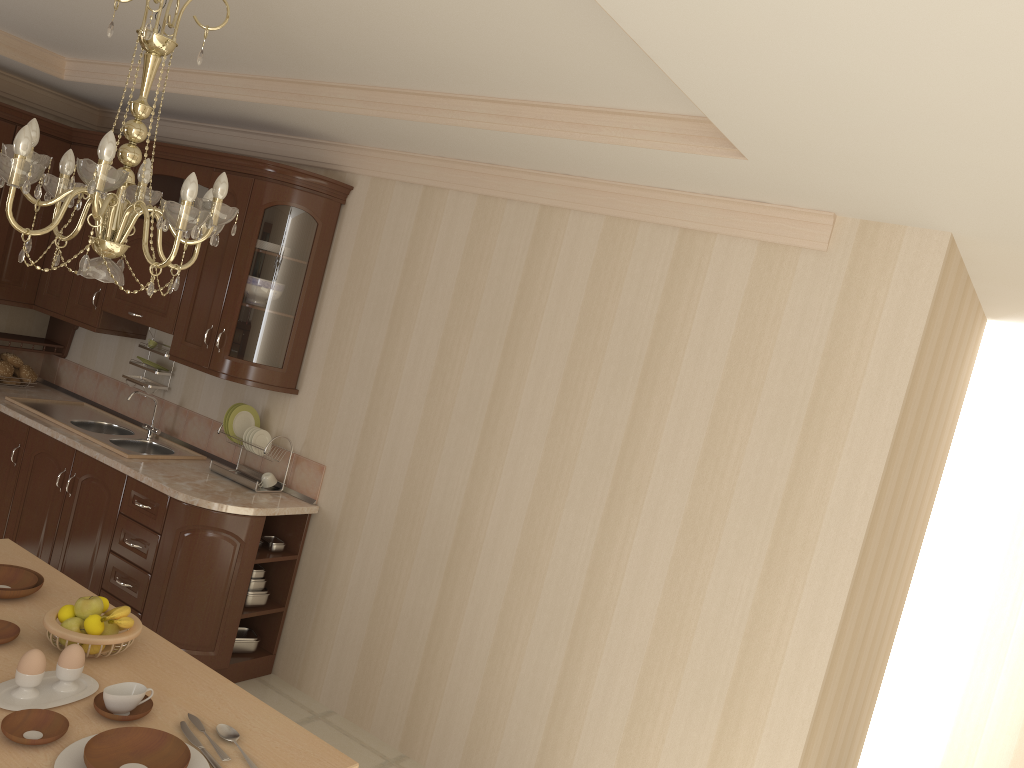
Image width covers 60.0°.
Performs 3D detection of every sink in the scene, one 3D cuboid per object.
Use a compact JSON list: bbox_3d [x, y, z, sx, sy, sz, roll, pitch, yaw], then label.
[{"bbox_3d":[-2.068,0.164,4.523,1.077,0.348,0.448,17,4,31],"label":"sink"}]

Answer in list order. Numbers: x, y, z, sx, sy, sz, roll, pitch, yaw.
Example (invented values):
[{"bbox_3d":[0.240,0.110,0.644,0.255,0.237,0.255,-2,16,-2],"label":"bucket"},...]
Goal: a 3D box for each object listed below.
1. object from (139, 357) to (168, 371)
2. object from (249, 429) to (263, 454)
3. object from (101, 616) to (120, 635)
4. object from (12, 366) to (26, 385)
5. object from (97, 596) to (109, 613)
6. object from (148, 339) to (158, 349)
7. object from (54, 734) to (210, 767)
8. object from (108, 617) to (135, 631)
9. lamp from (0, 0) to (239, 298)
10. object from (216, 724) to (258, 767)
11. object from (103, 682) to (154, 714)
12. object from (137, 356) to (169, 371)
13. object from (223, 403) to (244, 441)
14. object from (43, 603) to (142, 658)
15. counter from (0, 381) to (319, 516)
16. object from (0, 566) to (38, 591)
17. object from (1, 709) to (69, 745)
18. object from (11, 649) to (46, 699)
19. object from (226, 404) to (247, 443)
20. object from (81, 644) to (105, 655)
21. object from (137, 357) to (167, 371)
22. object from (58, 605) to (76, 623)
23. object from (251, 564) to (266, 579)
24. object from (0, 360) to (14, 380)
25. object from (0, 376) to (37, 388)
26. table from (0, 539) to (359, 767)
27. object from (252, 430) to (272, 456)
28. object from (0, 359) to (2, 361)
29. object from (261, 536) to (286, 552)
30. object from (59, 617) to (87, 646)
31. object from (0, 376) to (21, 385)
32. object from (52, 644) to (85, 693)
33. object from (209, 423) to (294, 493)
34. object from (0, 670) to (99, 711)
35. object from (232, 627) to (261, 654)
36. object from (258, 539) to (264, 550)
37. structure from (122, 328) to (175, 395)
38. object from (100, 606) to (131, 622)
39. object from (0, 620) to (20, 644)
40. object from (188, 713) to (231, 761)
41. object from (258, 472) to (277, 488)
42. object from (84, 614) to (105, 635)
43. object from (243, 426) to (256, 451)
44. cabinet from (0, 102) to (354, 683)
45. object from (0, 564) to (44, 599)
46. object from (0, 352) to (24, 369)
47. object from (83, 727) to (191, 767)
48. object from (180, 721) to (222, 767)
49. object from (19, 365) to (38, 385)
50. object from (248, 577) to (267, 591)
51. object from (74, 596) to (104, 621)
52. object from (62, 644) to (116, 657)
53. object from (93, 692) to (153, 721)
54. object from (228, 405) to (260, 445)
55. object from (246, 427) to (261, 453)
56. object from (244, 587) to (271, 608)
[{"bbox_3d":[-1.905,-0.107,4.702,0.174,0.051,0.167,17,4,31],"label":"object"},{"bbox_3d":[-1.194,0.271,4.182,0.034,0.119,0.123,17,4,31],"label":"object"},{"bbox_3d":[-1.054,0.636,2.287,0.076,0.065,0.077,15,3,8],"label":"object"},{"bbox_3d":[-2.832,-0.051,5.086,0.125,0.100,0.091,16,3,27],"label":"object"},{"bbox_3d":[-1.087,0.581,2.329,0.054,0.046,0.047,14,3,-17],"label":"object"},{"bbox_3d":[-1.932,-0.215,4.773,0.044,0.051,0.049,15,3,0],"label":"object"},{"bbox_3d":[-0.766,0.784,1.800,0.299,0.009,0.299,15,3,10],"label":"object"},{"bbox_3d":[-1.011,0.624,2.287,0.064,0.094,0.176,13,3,-22],"label":"object"},{"bbox_3d":[-0.811,-0.703,1.986,0.502,0.982,0.501,15,3,1],"label":"lamp"},{"bbox_3d":[-0.606,0.815,1.976,0.047,0.011,0.219,12,4,-42],"label":"object"},{"bbox_3d":[-0.873,0.718,2.014,0.119,0.055,0.063,12,4,-45],"label":"object"},{"bbox_3d":[-1.903,-0.109,4.702,0.174,0.051,0.167,17,4,31],"label":"object"},{"bbox_3d":[-1.311,0.186,4.265,0.047,0.188,0.193,17,4,32],"label":"object"},{"bbox_3d":[-1.083,0.641,2.283,0.235,0.068,0.235,14,3,-11],"label":"object"},{"bbox_3d":[-2.559,0.174,3.626,2.422,0.034,2.603,17,4,31],"label":"counter"},{"bbox_3d":[-1.419,0.554,2.473,0.168,0.034,0.168,18,4,42],"label":"object"},{"bbox_3d":[-0.988,0.715,1.835,0.127,0.026,0.126,16,3,22],"label":"object"},{"bbox_3d":[-1.075,0.642,1.981,0.058,0.104,0.058,15,3,10],"label":"object"},{"bbox_3d":[-1.297,0.191,4.255,0.047,0.188,0.193,17,4,32],"label":"object"},{"bbox_3d":[-1.052,0.656,2.228,0.055,0.046,0.046,13,3,-26],"label":"object"},{"bbox_3d":[-1.906,-0.104,4.701,0.174,0.051,0.167,17,4,31],"label":"object"},{"bbox_3d":[-1.138,0.590,2.271,0.045,0.047,0.055,13,3,-26],"label":"object"},{"bbox_3d":[-1.193,0.857,4.081,0.120,0.045,0.084,18,4,43],"label":"object"},{"bbox_3d":[-2.835,-0.079,4.937,0.110,0.102,0.115,13,4,-30],"label":"object"},{"bbox_3d":[-2.886,-0.034,4.971,0.199,0.060,0.364,17,4,31],"label":"object"},{"bbox_3d":[-1.324,1.026,2.110,1.567,0.774,0.900,17,4,31],"label":"table"},{"bbox_3d":[-1.177,0.276,4.170,0.034,0.119,0.123,17,4,31],"label":"object"},{"bbox_3d":[-2.921,-0.113,4.978,0.110,0.092,0.113,14,3,-6],"label":"object"},{"bbox_3d":[-1.109,0.741,4.109,0.120,0.045,0.084,18,4,43],"label":"object"},{"bbox_3d":[-1.105,0.626,2.234,0.072,0.076,0.074,15,3,7],"label":"object"},{"bbox_3d":[-2.835,-0.023,5.011,0.105,0.060,0.103,16,3,27],"label":"object"},{"bbox_3d":[-1.022,0.652,2.053,0.058,0.104,0.058,15,3,10],"label":"object"},{"bbox_3d":[-1.230,0.330,4.197,0.359,0.275,0.172,17,4,32],"label":"object"},{"bbox_3d":[-1.061,0.696,2.013,0.157,0.005,0.245,16,4,28],"label":"object"},{"bbox_3d":[-1.279,1.185,4.100,0.208,0.077,0.145,13,4,-34],"label":"object"},{"bbox_3d":[-1.201,0.721,4.039,0.120,0.045,0.084,16,3,18],"label":"object"},{"bbox_3d":[-1.927,-0.136,4.736,0.256,0.361,0.131,17,4,31],"label":"structure"},{"bbox_3d":[-1.025,0.601,2.292,0.066,0.085,0.184,14,3,-21],"label":"object"},{"bbox_3d":[-1.287,0.617,2.189,0.127,0.026,0.126,14,3,-4],"label":"object"},{"bbox_3d":[-0.688,0.795,2.004,0.022,0.004,0.216,12,4,-43],"label":"object"},{"bbox_3d":[-1.144,0.454,4.180,0.073,0.072,0.085,14,3,-4],"label":"object"},{"bbox_3d":[-1.050,0.607,2.230,0.051,0.053,0.045,16,3,20],"label":"object"},{"bbox_3d":[-1.228,0.261,4.204,0.034,0.119,0.123,17,4,31],"label":"object"},{"bbox_3d":[-2.638,-0.182,3.357,2.436,2.313,3.226,17,4,31],"label":"cabinet"},{"bbox_3d":[-1.422,0.558,2.473,0.204,0.042,0.204,14,3,-19],"label":"object"},{"bbox_3d":[-2.839,-0.136,5.027,0.125,0.078,0.112,16,3,26],"label":"object"},{"bbox_3d":[-0.762,0.766,1.798,0.204,0.042,0.204,15,3,1],"label":"object"},{"bbox_3d":[-0.689,0.796,1.952,0.023,0.008,0.221,12,4,-43],"label":"object"},{"bbox_3d":[-2.763,-0.054,5.060,0.097,0.106,0.117,14,3,-13],"label":"object"},{"bbox_3d":[-1.205,0.902,4.083,0.152,0.057,0.106,18,4,43],"label":"object"},{"bbox_3d":[-1.086,0.576,2.275,0.068,0.061,0.069,12,4,-42],"label":"object"},{"bbox_3d":[-1.091,0.671,2.285,0.128,0.011,0.128,14,3,-17],"label":"object"},{"bbox_3d":[-0.882,0.733,2.009,0.127,0.026,0.126,16,3,22],"label":"object"},{"bbox_3d":[-1.282,0.195,4.245,0.047,0.188,0.193,17,4,32],"label":"object"},{"bbox_3d":[-1.211,0.266,4.193,0.034,0.119,0.123,17,4,33],"label":"object"},{"bbox_3d":[-1.220,0.959,4.086,0.208,0.077,0.145,18,4,43],"label":"object"}]
